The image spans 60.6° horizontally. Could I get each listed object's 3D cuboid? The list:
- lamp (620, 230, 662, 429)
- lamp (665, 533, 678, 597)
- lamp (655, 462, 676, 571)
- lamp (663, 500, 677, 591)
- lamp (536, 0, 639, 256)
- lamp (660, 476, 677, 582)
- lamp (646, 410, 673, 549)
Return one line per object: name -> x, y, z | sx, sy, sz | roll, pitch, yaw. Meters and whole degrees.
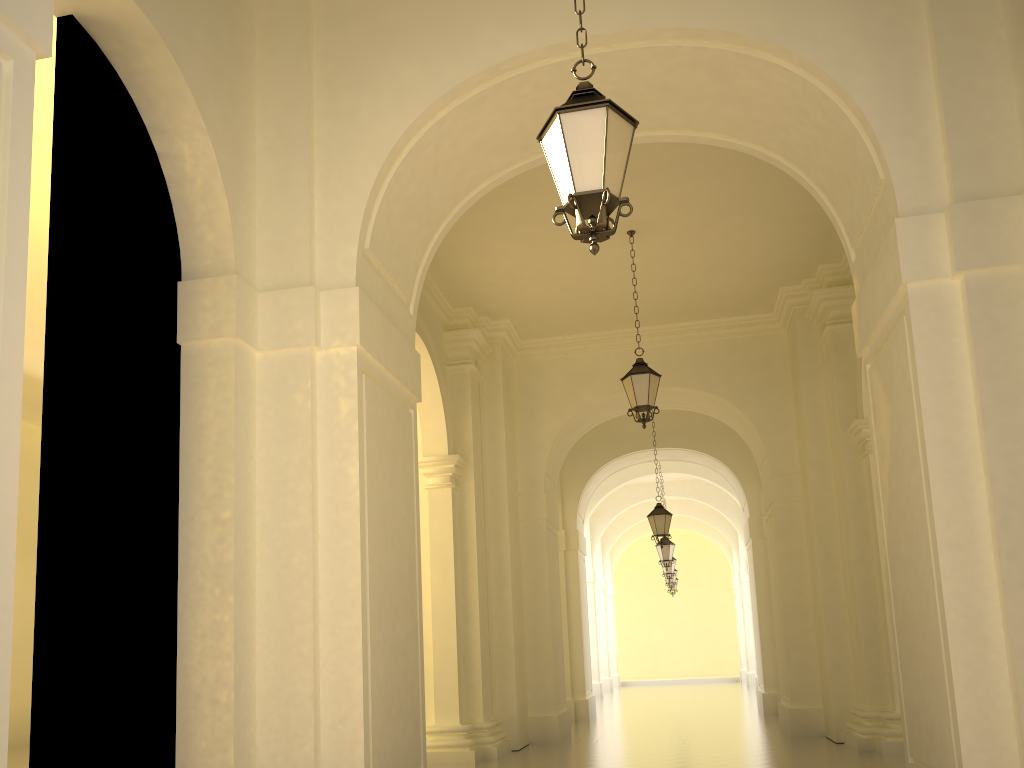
lamp -> 1.553, -0.684, 10.830 | 0.448, 2.503, 0.515 | -10, -12, 40
lamp -> 5.979, 6.415, 33.157 | 0.511, 3.229, 0.452 | -4, -9, 10
lamp -> 3.773, 3.047, 21.954 | 0.511, 3.229, 0.452 | -4, -9, 10
lamp -> 5.251, 5.304, 29.461 | 0.511, 3.229, 0.452 | -4, -9, 10
lamp -> 0.327, -2.212, 4.464 | 0.442, 3.229, 0.522 | 1, -9, -19
lamp -> 4.519, 4.185, 25.742 | 0.511, 3.229, 0.452 | -4, -9, 10
lamp -> 2.806, 1.571, 17.045 | 0.442, 3.229, 0.522 | 1, -9, -19
